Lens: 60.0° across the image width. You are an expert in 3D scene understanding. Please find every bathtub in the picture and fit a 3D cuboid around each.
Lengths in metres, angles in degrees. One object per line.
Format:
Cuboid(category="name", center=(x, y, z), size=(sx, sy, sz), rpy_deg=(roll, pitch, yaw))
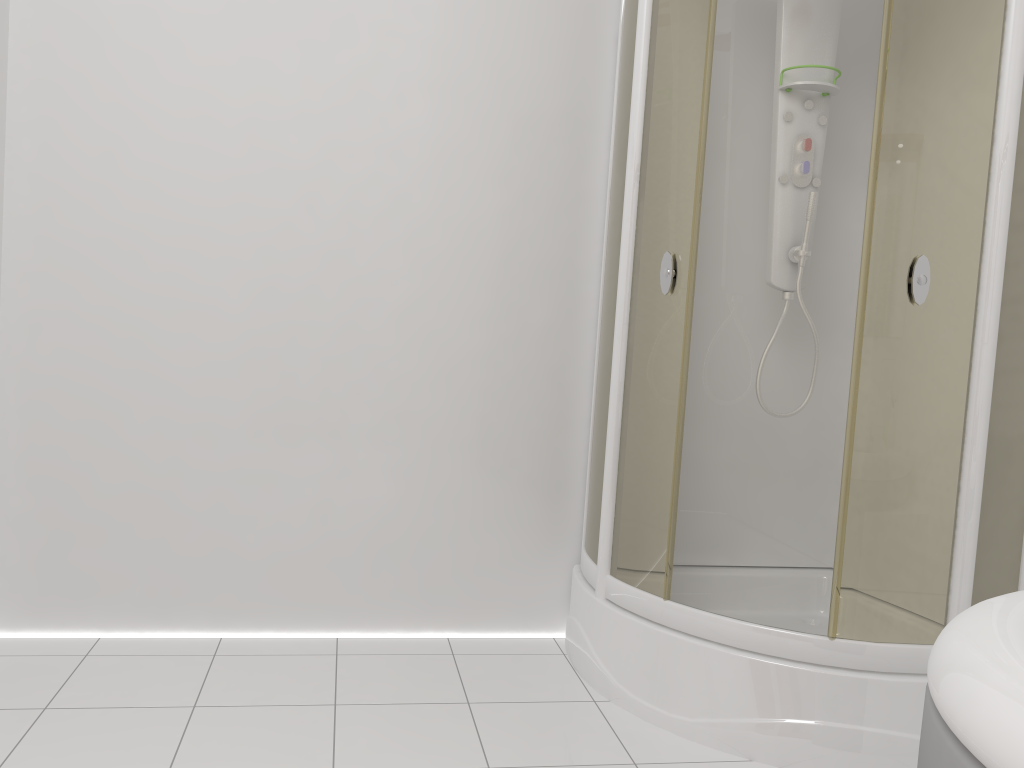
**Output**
Cuboid(category="bathtub", center=(1.018, 0.680, 0.416), size=(1.055, 0.674, 1.863), rpy_deg=(3, 4, -11))

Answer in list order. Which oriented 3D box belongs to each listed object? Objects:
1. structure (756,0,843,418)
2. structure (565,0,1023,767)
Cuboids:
Cuboid(category="structure", center=(0.869, -0.559, 2.473), size=(0.201, 1.343, 0.358), rpy_deg=(3, 4, -11))
Cuboid(category="structure", center=(0.750, -0.252, 2.339), size=(0.932, 2.234, 0.933), rpy_deg=(3, 4, -11))
